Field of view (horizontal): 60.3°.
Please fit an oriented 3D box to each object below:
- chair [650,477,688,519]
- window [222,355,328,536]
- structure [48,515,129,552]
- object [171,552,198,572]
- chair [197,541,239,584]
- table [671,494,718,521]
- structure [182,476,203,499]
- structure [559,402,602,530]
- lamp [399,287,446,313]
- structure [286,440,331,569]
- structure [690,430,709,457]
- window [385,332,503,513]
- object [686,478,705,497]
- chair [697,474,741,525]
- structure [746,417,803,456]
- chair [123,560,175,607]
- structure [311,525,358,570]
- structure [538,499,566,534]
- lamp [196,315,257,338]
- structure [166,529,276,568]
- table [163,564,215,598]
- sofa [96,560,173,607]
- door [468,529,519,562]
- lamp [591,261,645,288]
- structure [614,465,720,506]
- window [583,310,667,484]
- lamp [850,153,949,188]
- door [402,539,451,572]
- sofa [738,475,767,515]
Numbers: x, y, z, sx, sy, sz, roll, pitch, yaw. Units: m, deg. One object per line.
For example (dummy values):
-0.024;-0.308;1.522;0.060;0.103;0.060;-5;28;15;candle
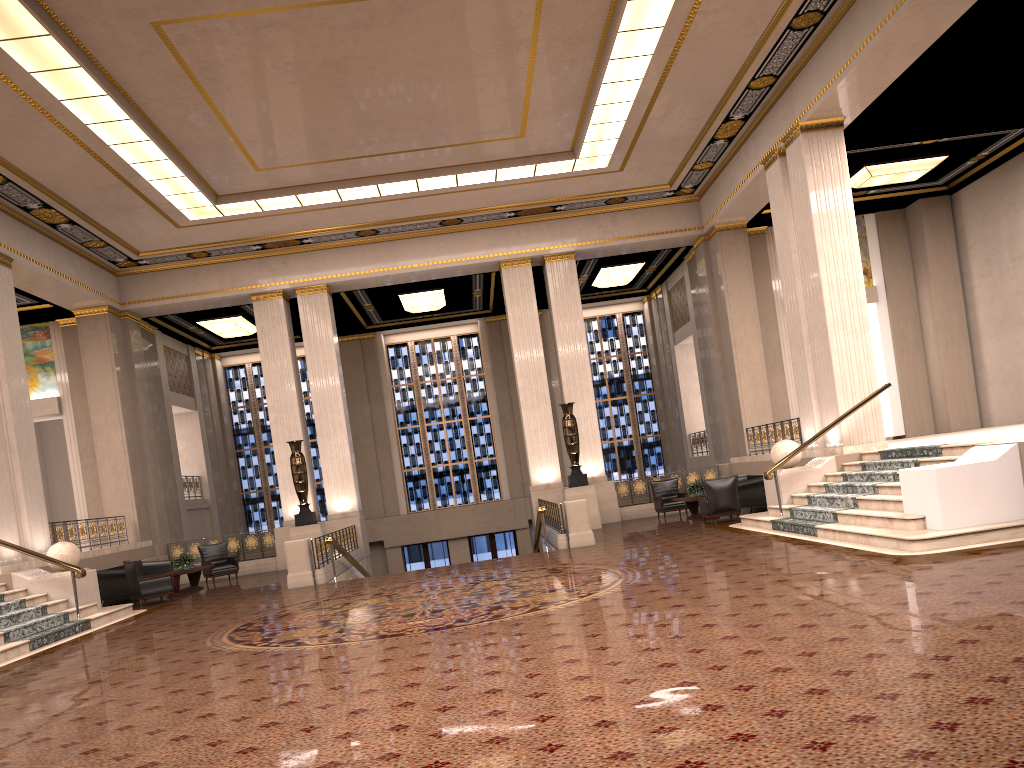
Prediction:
3.486;2.515;19.456;0.646;0.844;0.721;-8;-2;-8;chair
-7.191;1.906;27.573;2.985;5.362;0.069;-8;0;-2;window
-8.352;2.974;17.387;0.032;0.623;3.714;-8;-6;-3;structure
-6.422;3.471;17.278;0.506;0.376;0.522;-10;-4;30;object
-6.343;3.861;19.080;0.643;0.844;0.724;-7;-3;-38;chair
3.811;2.492;17.782;0.838;0.435;1.483;-8;-6;-3;table
-8.766;2.812;23.833;0.031;0.666;2.167;-8;-5;-3;structure
1.381;1.808;19.257;0.700;2.790;0.700;-8;0;-3;structure
-2.402;-2.224;23.948;1.166;0.214;2.027;-8;-6;-3;lamp
-4.486;2.612;19.035;0.700;2.790;0.700;-8;0;-3;structure
5.228;1.646;24.365;0.031;0.666;2.167;-8;-5;-3;structure
-2.141;1.214;27.764;2.985;5.362;0.069;-8;0;-2;window
3.741;2.089;17.764;0.506;0.376;0.522;-10;-4;30;object
3.768;2.108;16.025;0.647;0.844;0.720;-8;-2;-3;chair
5.359;1.094;17.907;0.032;0.623;3.714;-8;-6;-3;structure
-6.497;3.532;15.790;0.712;0.844;0.654;-6;-3;-43;chair
-3.451;3.192;17.578;0.079;0.535;4.962;-8;-6;-2;structure
0.737;2.618;17.737;0.079;0.535;4.964;-8;-6;-4;structure
-7.606;-1.510;23.751;1.166;0.214;2.027;-8;-6;-3;lamp
-6.666;3.832;20.349;2.533;0.655;0.032;-8;0;-2;structure
-6.468;3.901;17.392;0.838;0.435;1.483;-8;-6;-3;table
-7.396;3.894;17.360;0.874;0.705;1.932;-8;-5;-3;sofa
-0.454;5.938;27.372;1.490;2.726;0.155;-8;0;-2;door
2.892;-2.949;24.149;1.166;0.214;2.027;-8;-6;-3;lamp
3.668;2.415;20.740;2.533;0.655;0.032;-8;0;-2;structure
3.082;0.498;27.962;2.985;5.362;0.069;-8;0;-2;window
7.797;-4.297;18.009;1.714;0.214;1.174;-8;-6;-2;lamp
-2.521;6.221;27.294;1.490;2.726;0.155;-8;0;-2;door
4.701;2.235;17.819;0.874;0.705;1.932;-8;-5;-3;sofa
